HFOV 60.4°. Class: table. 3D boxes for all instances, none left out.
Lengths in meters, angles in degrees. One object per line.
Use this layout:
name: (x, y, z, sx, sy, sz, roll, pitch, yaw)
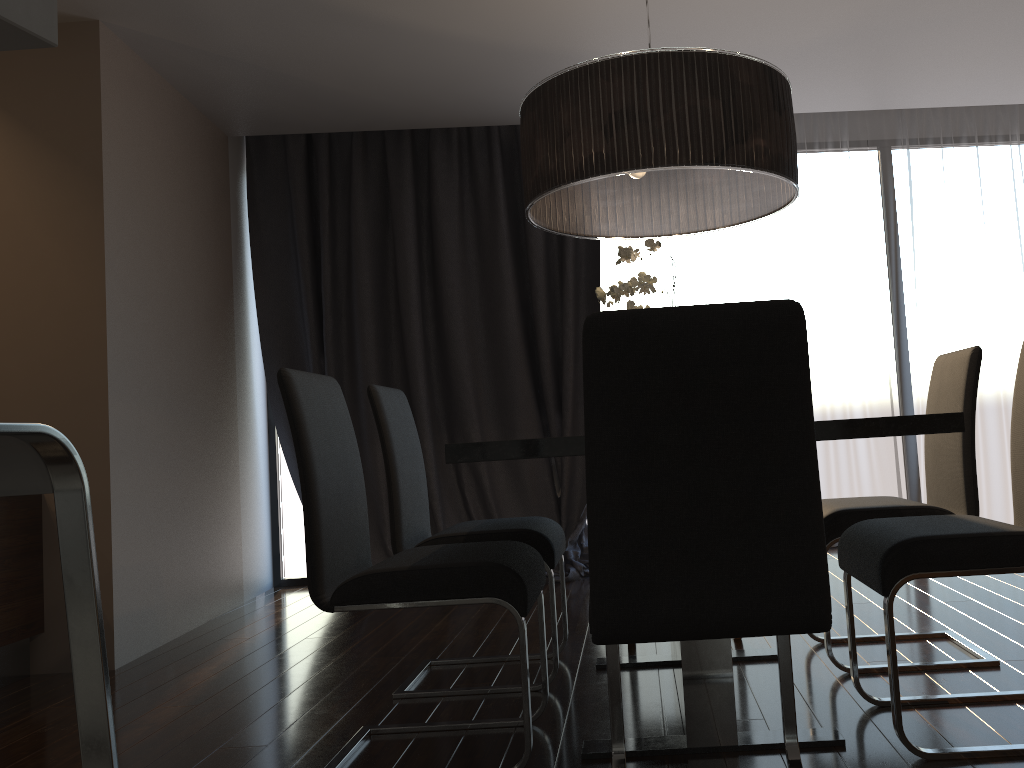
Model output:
table: (0.513, 0.512, 2.534, 1.034, 0.760, 1.613, -4, -4, 6)

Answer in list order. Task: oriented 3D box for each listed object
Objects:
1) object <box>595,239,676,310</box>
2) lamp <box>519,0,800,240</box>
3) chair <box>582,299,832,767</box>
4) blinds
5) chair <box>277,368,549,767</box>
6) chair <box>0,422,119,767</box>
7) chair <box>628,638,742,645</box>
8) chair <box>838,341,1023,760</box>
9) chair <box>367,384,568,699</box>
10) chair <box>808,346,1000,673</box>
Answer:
object: (0.398, -0.119, 2.484, 0.310, 0.501, 0.574, -3, -4, 3)
lamp: (0.410, -1.063, 2.629, 0.769, 1.103, 0.838, -5, -4, 29)
chair: (0.365, 0.364, 1.703, 0.425, 0.965, 0.576, -4, -4, 5)
blinds: (2.294, -0.486, 5.216, 7.571, 2.894, 0.740, -3, -4, -6)
chair: (-0.225, 0.433, 2.202, 0.569, 0.965, 0.430, -3, -4, 4)
chair: (-0.582, 0.437, 0.644, 0.418, 0.800, 0.433, -4, -4, 5)
chair: (0.622, 0.459, 3.399, 0.425, 0.965, 0.576, -4, -4, 5)
chair: (1.129, 0.347, 2.169, 0.569, 0.965, 0.430, -3, -4, 4)
chair: (-0.128, 0.473, 2.900, 0.569, 0.965, 0.430, -3, -4, 4)
chair: (1.226, 0.387, 2.867, 0.569, 0.965, 0.430, -3, -4, 4)
